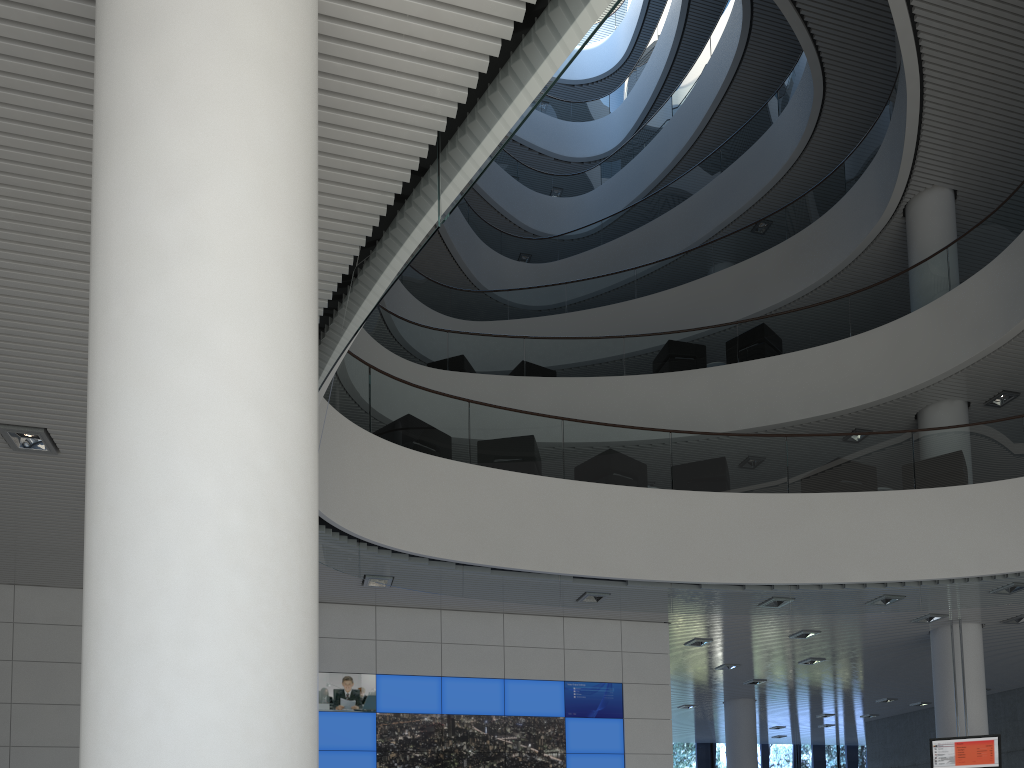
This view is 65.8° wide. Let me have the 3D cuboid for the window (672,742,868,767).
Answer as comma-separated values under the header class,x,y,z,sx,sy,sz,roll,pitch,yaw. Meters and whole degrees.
class,x,y,z,sx,sy,sz,roll,pitch,yaw
window,1.485,8.293,15.481,18.269,2.765,0.081,8,-7,-15
